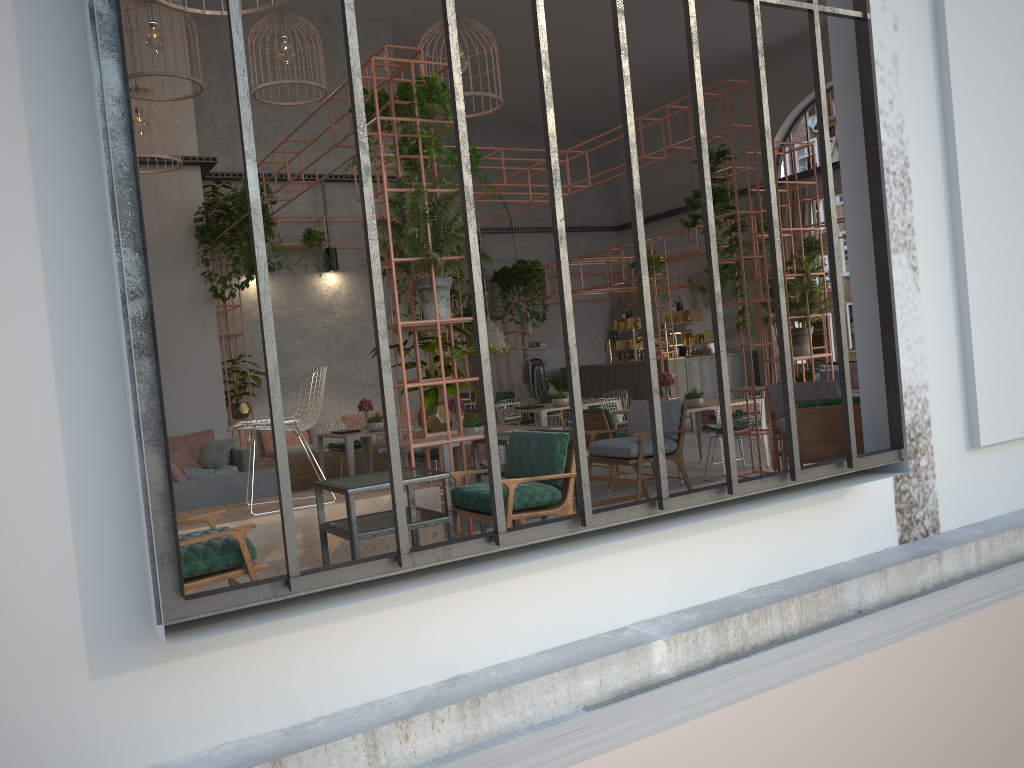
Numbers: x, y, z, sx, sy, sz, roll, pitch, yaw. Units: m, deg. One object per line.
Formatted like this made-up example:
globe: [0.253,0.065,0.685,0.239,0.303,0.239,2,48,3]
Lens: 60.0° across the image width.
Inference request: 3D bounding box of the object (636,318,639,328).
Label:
object: [3.123,-1.508,21.912,0.137,0.261,0.137,-5,2,6]

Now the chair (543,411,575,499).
chair: [0.391,0.810,9.817,0.717,0.941,0.565,-7,2,-34]

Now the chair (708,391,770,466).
chair: [2.860,0.527,11.193,0.717,0.941,0.565,-7,2,-34]

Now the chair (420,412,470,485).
chair: [-0.976,0.872,12.185,0.717,0.941,0.565,-7,2,-34]

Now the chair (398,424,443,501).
chair: [-0.935,0.931,10.116,0.565,0.941,0.717,-7,2,-29]

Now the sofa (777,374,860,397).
sofa: [5.670,0.246,16.023,1.960,0.672,2.219,-7,2,-30]

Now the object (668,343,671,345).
object: [3.299,-0.854,18.780,0.152,0.058,0.095,-7,2,-39]

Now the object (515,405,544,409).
object: [0.255,0.340,13.014,0.268,0.031,0.427,-7,2,-30]

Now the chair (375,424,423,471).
chair: [-1.367,0.950,10.880,0.565,0.941,0.717,-6,2,-14]

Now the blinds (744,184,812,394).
blinds: [6.416,-1.862,17.100,0.414,4.389,4.957,-7,2,-29]

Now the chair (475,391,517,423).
chair: [-0.307,0.638,18.127,0.685,0.930,0.722,-7,2,-30]

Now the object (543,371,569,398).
object: [0.726,0.040,13.108,0.438,0.527,0.368,-7,2,-30]

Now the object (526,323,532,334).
object: [0.415,-1.399,21.749,0.136,0.336,0.145,-6,2,-16]

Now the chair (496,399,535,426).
chair: [0.128,0.712,13.894,0.565,0.941,0.717,-7,2,-29]

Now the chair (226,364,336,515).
chair: [-1.577,0.366,6.085,0.717,0.941,0.565,-6,2,-21]

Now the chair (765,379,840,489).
chair: [2.758,0.447,8.179,0.722,0.914,0.685,-5,2,10]

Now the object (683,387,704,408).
object: [2.095,0.160,10.272,0.247,0.247,0.252,-7,2,-30]

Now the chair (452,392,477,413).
chair: [-1.173,0.677,19.628,0.685,0.930,0.722,-7,2,-30]

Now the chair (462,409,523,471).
chair: [-0.242,0.789,12.701,0.685,0.917,0.722,-7,2,-30]

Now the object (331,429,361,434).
object: [-2.175,0.620,11.604,0.268,0.031,0.427,-7,2,-30]

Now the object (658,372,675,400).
object: [1.927,0.055,11.051,0.213,0.414,0.225,-7,2,-38]

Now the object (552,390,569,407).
object: [0.687,0.200,12.672,0.248,0.247,0.254,-7,2,-30]

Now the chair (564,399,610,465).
chair: [1.063,0.669,12.290,0.565,0.941,0.717,-6,2,-14]

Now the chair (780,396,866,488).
chair: [2.339,0.542,6.319,0.722,0.917,0.685,-5,2,10]

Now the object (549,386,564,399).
object: [0.677,0.153,13.432,0.241,0.313,0.241,-5,2,15]

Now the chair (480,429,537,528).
chair: [0.000,0.888,8.512,0.565,0.941,0.717,-6,2,-14]

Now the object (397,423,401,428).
object: [-1.507,0.536,11.578,0.115,0.078,0.115,-6,2,-24]

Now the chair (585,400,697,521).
chair: [1.065,0.625,7.531,0.685,0.929,0.722,-7,2,-30]

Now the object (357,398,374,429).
object: [-1.966,0.397,11.960,0.213,0.414,0.225,-7,2,-38]

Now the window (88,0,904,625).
window: [0.267,-2.105,4.058,4.126,5.544,0.089,-7,2,-30]

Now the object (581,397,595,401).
object: [1.142,0.232,13.412,0.218,0.041,0.218,-6,2,-22]

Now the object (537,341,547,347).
object: [0.752,-0.986,21.937,0.219,0.149,0.129,-7,2,-30]

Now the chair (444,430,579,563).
chair: [0.014,0.787,5.575,0.685,0.929,0.722,-7,2,-30]

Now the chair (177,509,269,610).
chair: [-1.675,0.982,4.595,0.685,0.929,0.722,-7,2,-30]

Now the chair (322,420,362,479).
chair: [-2.302,0.993,12.484,0.565,0.941,0.717,-7,2,-29]

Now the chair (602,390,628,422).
chair: [1.454,0.592,13.595,0.717,0.941,0.565,-7,2,-34]

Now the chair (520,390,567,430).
chair: [0.578,0.597,16.594,0.685,0.929,0.722,-7,2,-30]

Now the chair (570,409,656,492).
chair: [1.164,0.724,10.299,0.685,0.917,0.722,-7,2,-30]

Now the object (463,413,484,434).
object: [-0.377,0.418,8.895,0.247,0.247,0.252,-7,2,-30]

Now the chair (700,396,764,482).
chair: [2.469,0.604,9.888,0.565,0.941,0.717,-6,2,-14]

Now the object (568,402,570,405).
object: [0.846,0.264,12.943,0.115,0.078,0.115,-6,2,-24]

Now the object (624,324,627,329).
object: [2.885,-1.434,22.211,0.123,0.142,0.141,-7,2,-30]

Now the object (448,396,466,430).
object: [-0.597,0.335,9.587,0.213,0.414,0.225,-7,2,-38]

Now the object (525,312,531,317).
object: [0.384,-1.701,21.731,0.133,0.145,0.133,-5,2,22]

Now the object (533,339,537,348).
object: [0.564,-0.998,21.829,0.081,0.204,0.081,-7,2,-30]

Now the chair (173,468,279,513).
chair: [-2.673,1.060,7.865,1.056,0.586,1.127,-7,2,-30]

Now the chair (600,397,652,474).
chair: [1.534,0.647,11.492,0.565,0.941,0.717,-7,2,-29]

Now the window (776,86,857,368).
window: [6.807,-3.147,17.225,0.089,5.538,4.127,-7,2,-30]

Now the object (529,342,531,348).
object: [0.430,-0.963,21.765,0.055,0.164,0.092,-6,2,-11]

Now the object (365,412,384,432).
object: [-1.743,0.480,11.262,0.248,0.247,0.254,-7,2,-30]

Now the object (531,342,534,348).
object: [0.497,-0.963,21.780,0.063,0.151,0.063,-7,2,-44]

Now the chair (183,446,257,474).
chair: [-3.657,1.123,10.388,1.127,0.672,1.052,-7,2,-30]
